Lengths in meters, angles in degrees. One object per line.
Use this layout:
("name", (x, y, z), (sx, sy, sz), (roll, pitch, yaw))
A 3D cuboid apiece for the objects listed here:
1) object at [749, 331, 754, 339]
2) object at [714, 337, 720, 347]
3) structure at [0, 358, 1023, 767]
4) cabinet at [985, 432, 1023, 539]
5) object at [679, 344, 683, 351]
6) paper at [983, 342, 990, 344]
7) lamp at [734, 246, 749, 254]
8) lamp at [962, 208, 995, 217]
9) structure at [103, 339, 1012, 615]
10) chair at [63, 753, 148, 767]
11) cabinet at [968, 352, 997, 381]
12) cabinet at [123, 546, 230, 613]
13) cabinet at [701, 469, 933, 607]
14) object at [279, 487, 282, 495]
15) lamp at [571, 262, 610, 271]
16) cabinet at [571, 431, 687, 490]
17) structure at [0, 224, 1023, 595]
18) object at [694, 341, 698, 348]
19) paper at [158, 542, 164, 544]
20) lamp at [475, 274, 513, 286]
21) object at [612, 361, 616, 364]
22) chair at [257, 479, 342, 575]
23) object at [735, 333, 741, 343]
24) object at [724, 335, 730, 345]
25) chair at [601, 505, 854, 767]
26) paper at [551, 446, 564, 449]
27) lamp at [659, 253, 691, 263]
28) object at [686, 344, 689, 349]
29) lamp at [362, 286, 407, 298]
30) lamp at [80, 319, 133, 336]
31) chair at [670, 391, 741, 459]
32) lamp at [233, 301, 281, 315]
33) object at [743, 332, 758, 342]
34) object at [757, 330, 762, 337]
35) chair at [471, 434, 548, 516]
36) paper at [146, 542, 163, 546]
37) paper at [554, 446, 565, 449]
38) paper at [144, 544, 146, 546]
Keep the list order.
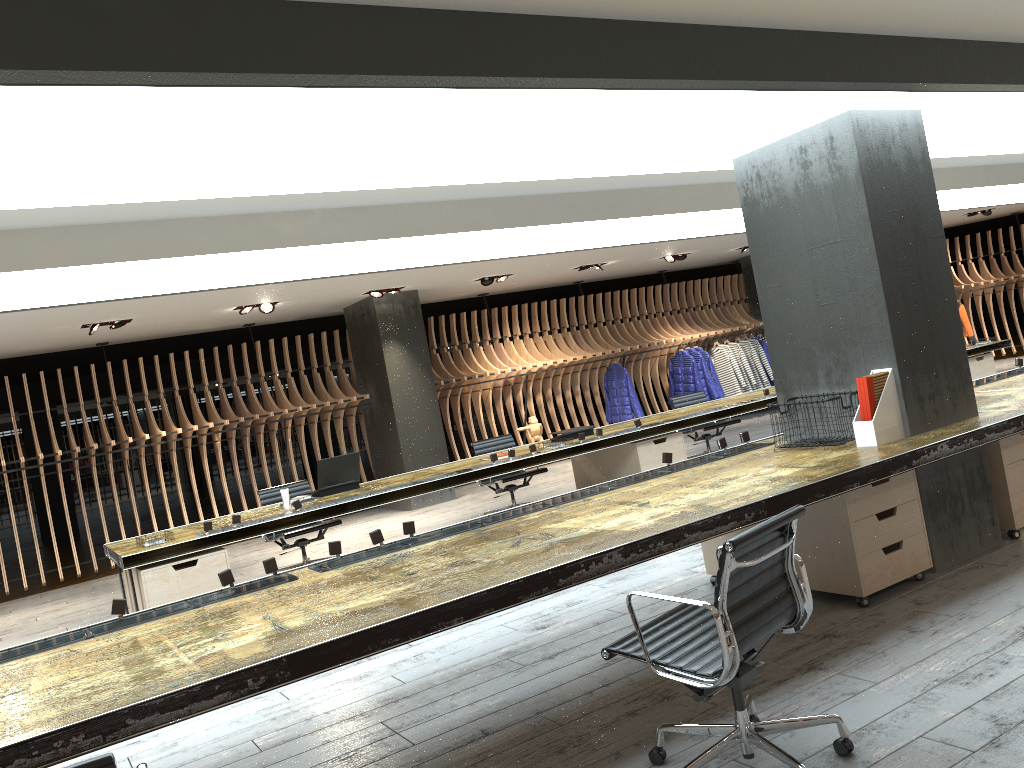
("object", (4.172, -0.794, 15.419), (0.012, 0.270, 0.524), (-10, 0, -30))
("object", (3.463, -0.637, 14.922), (0.012, 0.313, 0.517), (-10, 0, -30))
("structure", (2.356, 0.543, 7.309), (18.500, 0.844, 4.829), (-11, 1, -31))
("cabinet", (2.794, 0.589, 5.709), (0.594, 0.630, 1.130), (-11, 0, -30))
("object", (2.776, -0.511, 14.562), (0.012, 0.292, 0.522), (-10, 0, -30))
("paper", (5.980, -0.516, 11.247), (0.130, 0.004, 0.176), (-11, 1, -24))
("lamp", (3.813, -2.240, 14.244), (0.493, 0.292, 0.269), (-11, 0, -30))
("lamp", (8.223, -3.075, 15.615), (0.492, 0.293, 0.269), (-11, 0, 2))
("structure", (1.621, 0.661, 8.999), (10.465, 0.844, 1.160), (-11, 0, -31))
("chair", (-1.060, 1.232, 1.952), (0.694, 0.859, 0.666), (-11, 0, -34))
("cabinet", (5.580, 0.005, 11.485), (0.594, 0.630, 1.130), (-11, 0, -30))
("cabinet", (-2.449, 1.554, 6.533), (0.594, 0.630, 1.130), (-11, 0, -30))
("cabinet", (1.648, 0.810, 5.021), (0.594, 0.630, 1.130), (-11, 0, -30))
("object", (-1.795, 0.891, 6.945), (0.007, 0.170, 0.030), (-11, 0, 43))
("lamp", (1.111, -1.718, 12.622), (0.493, 0.294, 0.269), (-11, 0, -30))
("cabinet", (1.171, 0.855, 8.835), (0.594, 0.630, 1.130), (-11, 0, -30))
("structure", (-0.924, 0.303, 4.680), (36.603, 2.440, 14.862), (-11, 1, -30))
("object", (3.053, -0.578, 14.710), (0.012, 0.270, 0.524), (-10, 0, -30))
("paper", (-2.514, 1.121, 6.258), (0.130, 0.004, 0.176), (-11, 1, -24))
("lamp", (-0.240, -1.458, 11.811), (0.493, 0.292, 0.269), (-11, 0, -30))
("object", (1.602, -0.299, 13.839), (0.012, 0.270, 0.524), (-10, 0, -30))
("chair", (-1.850, 1.312, 7.821), (0.694, 0.859, 0.666), (-11, 0, -44))
("object", (3.885, -0.718, 15.176), (0.012, 0.313, 0.517), (-10, 0, -30))
("object", (3.662, -0.676, 15.042), (0.012, 0.313, 0.517), (-10, 0, -30))
("chair", (0.696, 0.893, 3.015), (0.666, 0.859, 0.694), (-11, 0, 36))
("paper", (0.393, 0.562, 7.888), (0.130, 0.004, 0.176), (-11, 1, -24))
("lamp", (2.461, -1.982, 13.433), (0.493, 0.286, 0.269), (-11, 0, -30))
("object", (2.911, -0.542, 14.605), (0.012, 0.291, 0.522), (-10, 0, -30))
("lamp", (-1.591, -1.196, 11.000), (0.493, 0.296, 0.269), (-11, 0, -30))
("lamp", (-4.293, -0.679, 9.378), (0.493, 0.288, 0.269), (-11, 0, -30))
("chair", (2.255, 0.521, 10.219), (0.694, 0.859, 0.666), (-11, 0, -34))
("lamp", (-2.942, -0.939, 10.189), (0.493, 0.288, 0.269), (-11, 0, -30))
("object", (4.036, -0.748, 15.267), (0.012, 0.313, 0.517), (-10, 0, -30))
("object", (4.340, -0.796, 15.452), (0.012, 0.316, 0.516), (-10, 0, -30))
("chair", (-0.002, 0.956, 8.902), (0.694, 0.859, 0.666), (-11, 0, -39))
("paper", (-2.514, 1.120, 6.258), (0.130, 0.004, 0.176), (-11, 1, -24))
("paper", (0.394, 0.564, 7.888), (0.130, 0.004, 0.176), (-11, 1, -22))
("paper", (-2.524, 1.126, 6.267), (0.130, 0.003, 0.176), (-11, 1, -32))
